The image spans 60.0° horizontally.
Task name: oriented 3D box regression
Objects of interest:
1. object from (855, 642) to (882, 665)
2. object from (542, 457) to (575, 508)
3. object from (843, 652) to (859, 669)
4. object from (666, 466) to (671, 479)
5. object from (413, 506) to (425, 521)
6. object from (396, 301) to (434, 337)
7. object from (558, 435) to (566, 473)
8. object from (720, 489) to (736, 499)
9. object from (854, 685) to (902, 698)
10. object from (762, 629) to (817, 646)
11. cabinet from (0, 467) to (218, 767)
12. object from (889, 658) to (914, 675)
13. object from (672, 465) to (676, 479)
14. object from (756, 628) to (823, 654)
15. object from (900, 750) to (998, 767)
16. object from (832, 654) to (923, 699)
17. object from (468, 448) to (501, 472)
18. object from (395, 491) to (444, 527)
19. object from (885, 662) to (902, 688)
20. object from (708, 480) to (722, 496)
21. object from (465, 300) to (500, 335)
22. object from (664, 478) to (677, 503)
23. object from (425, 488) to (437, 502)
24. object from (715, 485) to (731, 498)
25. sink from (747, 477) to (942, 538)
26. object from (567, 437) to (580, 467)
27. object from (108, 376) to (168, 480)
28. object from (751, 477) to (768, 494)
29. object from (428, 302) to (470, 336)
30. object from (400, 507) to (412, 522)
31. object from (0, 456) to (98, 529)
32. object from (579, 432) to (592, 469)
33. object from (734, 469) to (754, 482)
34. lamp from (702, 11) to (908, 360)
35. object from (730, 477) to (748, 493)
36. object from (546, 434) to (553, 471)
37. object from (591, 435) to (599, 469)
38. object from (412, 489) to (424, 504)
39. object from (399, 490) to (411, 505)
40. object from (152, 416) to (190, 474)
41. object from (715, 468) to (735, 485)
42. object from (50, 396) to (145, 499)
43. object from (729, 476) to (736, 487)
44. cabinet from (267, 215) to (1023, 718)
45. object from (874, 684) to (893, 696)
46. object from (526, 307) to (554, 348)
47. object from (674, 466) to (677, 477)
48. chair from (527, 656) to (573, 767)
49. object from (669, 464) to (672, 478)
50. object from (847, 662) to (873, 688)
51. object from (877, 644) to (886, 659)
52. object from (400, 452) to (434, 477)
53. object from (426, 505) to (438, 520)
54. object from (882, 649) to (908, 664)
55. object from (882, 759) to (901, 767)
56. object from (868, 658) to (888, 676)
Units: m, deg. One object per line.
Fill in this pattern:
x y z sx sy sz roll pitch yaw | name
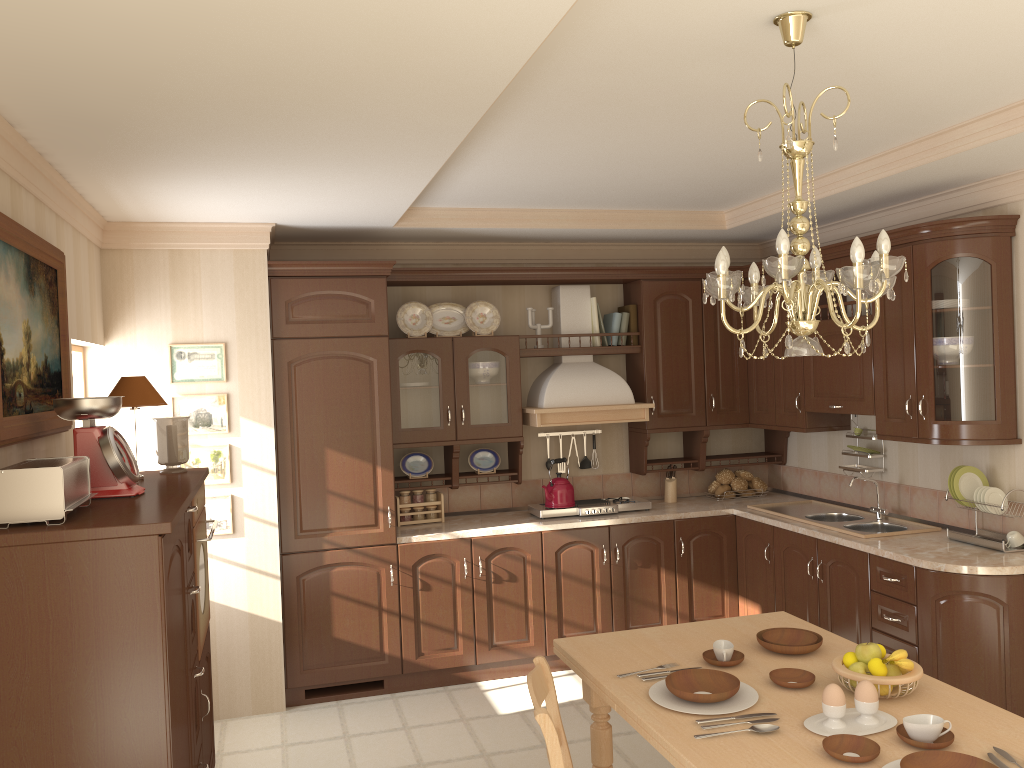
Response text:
0.994 0.753 2.474 0.068 0.061 0.069 -2 1 1 | object
0.277 0.582 5.235 0.181 0.282 0.227 -2 1 8 | object
0.958 0.781 2.503 0.045 0.047 0.055 -2 1 17 | object
0.997 0.625 5.678 0.053 0.198 0.027 -3 1 -32 | object
-0.548 0.759 5.204 0.068 0.088 0.068 -2 1 1 | object
-0.566 -0.380 5.176 0.220 0.210 0.068 -2 1 -17 | object
0.310 0.440 5.588 0.051 0.245 0.003 -2 1 -15 | object
1.385 0.707 5.715 0.119 0.058 0.114 -2 1 40 | object
1.015 0.846 2.465 0.128 0.011 0.128 -2 1 26 | object
0.890 0.826 2.841 0.168 0.034 0.168 -2 1 -4 | object
-1.276 1.034 2.945 0.538 1.349 1.513 -2 1 -15 | cabinet
1.064 0.779 2.424 0.064 0.094 0.176 -2 1 21 | object
1.033 0.618 5.675 0.053 0.198 0.027 -3 1 -32 | object
0.889 0.831 2.842 0.204 0.042 0.204 -2 1 24 | object
0.932 0.839 1.876 0.204 0.042 0.204 -1 1 45 | object
1.014 0.815 2.465 0.235 0.068 0.235 -2 1 32 | object
-0.166 0.459 5.349 0.202 0.143 0.071 -2 1 -17 | object
-0.551 0.731 5.204 0.276 0.170 0.140 -2 1 -20 | object
1.037 0.803 2.450 0.077 0.065 0.076 -3 1 -39 | object
1.319 0.672 5.748 0.092 0.109 0.123 -1 1 42 | object
-0.175 -0.396 5.284 0.220 0.210 0.068 -2 1 -17 | object
1.020 0.676 5.679 0.078 0.148 0.151 -2 1 22 | object
-0.478 0.655 5.229 0.068 0.088 0.068 -2 1 1 | object
1.351 0.689 5.684 0.104 0.092 0.114 -2 1 31 | object
1.761 0.665 4.838 0.448 0.348 1.077 -2 1 -15 | sink
0.384 0.430 5.608 0.089 0.195 0.005 -2 1 -15 | object
-1.416 0.165 3.335 0.237 0.388 0.235 -2 1 -3 | object
1.597 0.653 5.728 0.097 0.106 0.117 -2 1 30 | object
-0.385 -0.386 5.285 0.342 0.209 0.073 -2 1 -14 | object
-0.621 0.762 5.177 0.068 0.088 0.068 -2 1 1 | object
-1.282 0.291 2.448 0.192 0.150 0.360 -2 1 -15 | object
0.463 0.425 5.643 0.088 0.236 0.028 -2 1 -15 | object
1.505 0.595 5.770 0.112 0.078 0.125 -2 1 -21 | object
0.753 -0.557 2.338 0.502 0.982 0.501 -1 1 44 | lamp
1.457 0.647 5.690 0.110 0.102 0.115 -2 1 13 | object
0.230 0.431 5.564 0.048 0.231 0.015 -2 1 -14 | object
0.525 0.434 5.646 0.049 0.219 0.049 -3 1 -38 | object
-0.552 0.658 5.202 0.068 0.088 0.068 -2 1 1 | object
-0.625 0.661 5.176 0.068 0.088 0.068 -2 1 1 | object
-1.367 0.244 3.570 0.144 0.220 0.144 -3 1 -32 | object
1.375 0.598 5.716 0.118 0.105 0.100 -2 1 -21 | object
-1.332 0.201 2.851 0.263 0.317 0.218 -2 1 -12 | object
1.418 0.639 5.784 0.110 0.092 0.113 -2 1 37 | object
0.497 0.465 4.430 3.226 2.313 2.436 -2 1 -15 | cabinet
1.001 0.820 2.402 0.055 0.046 0.046 -2 1 18 | object
0.149 -0.338 5.405 0.174 0.248 0.163 -2 1 37 | object
1.044 0.608 5.711 0.022 0.159 0.050 -1 1 44 | object
0.315 1.232 2.476 0.517 0.846 0.462 -2 1 1 | chair
1.014 0.614 5.702 0.027 0.191 0.052 -2 1 30 | object
0.962 0.805 2.446 0.074 0.076 0.072 -3 1 -40 | object
1.031 0.759 2.513 0.054 0.046 0.047 -2 1 26 | object
-0.562 0.475 5.242 0.202 0.143 0.071 -2 1 -17 | object
-0.474 0.756 5.230 0.068 0.088 0.068 -2 1 1 | object
1.054 0.761 2.442 0.066 0.085 0.184 -2 1 22 | object
0.934 0.857 1.876 0.299 0.009 0.299 -3 1 -37 | object
0.995 0.773 2.412 0.045 0.053 0.051 -3 1 -27 | object
